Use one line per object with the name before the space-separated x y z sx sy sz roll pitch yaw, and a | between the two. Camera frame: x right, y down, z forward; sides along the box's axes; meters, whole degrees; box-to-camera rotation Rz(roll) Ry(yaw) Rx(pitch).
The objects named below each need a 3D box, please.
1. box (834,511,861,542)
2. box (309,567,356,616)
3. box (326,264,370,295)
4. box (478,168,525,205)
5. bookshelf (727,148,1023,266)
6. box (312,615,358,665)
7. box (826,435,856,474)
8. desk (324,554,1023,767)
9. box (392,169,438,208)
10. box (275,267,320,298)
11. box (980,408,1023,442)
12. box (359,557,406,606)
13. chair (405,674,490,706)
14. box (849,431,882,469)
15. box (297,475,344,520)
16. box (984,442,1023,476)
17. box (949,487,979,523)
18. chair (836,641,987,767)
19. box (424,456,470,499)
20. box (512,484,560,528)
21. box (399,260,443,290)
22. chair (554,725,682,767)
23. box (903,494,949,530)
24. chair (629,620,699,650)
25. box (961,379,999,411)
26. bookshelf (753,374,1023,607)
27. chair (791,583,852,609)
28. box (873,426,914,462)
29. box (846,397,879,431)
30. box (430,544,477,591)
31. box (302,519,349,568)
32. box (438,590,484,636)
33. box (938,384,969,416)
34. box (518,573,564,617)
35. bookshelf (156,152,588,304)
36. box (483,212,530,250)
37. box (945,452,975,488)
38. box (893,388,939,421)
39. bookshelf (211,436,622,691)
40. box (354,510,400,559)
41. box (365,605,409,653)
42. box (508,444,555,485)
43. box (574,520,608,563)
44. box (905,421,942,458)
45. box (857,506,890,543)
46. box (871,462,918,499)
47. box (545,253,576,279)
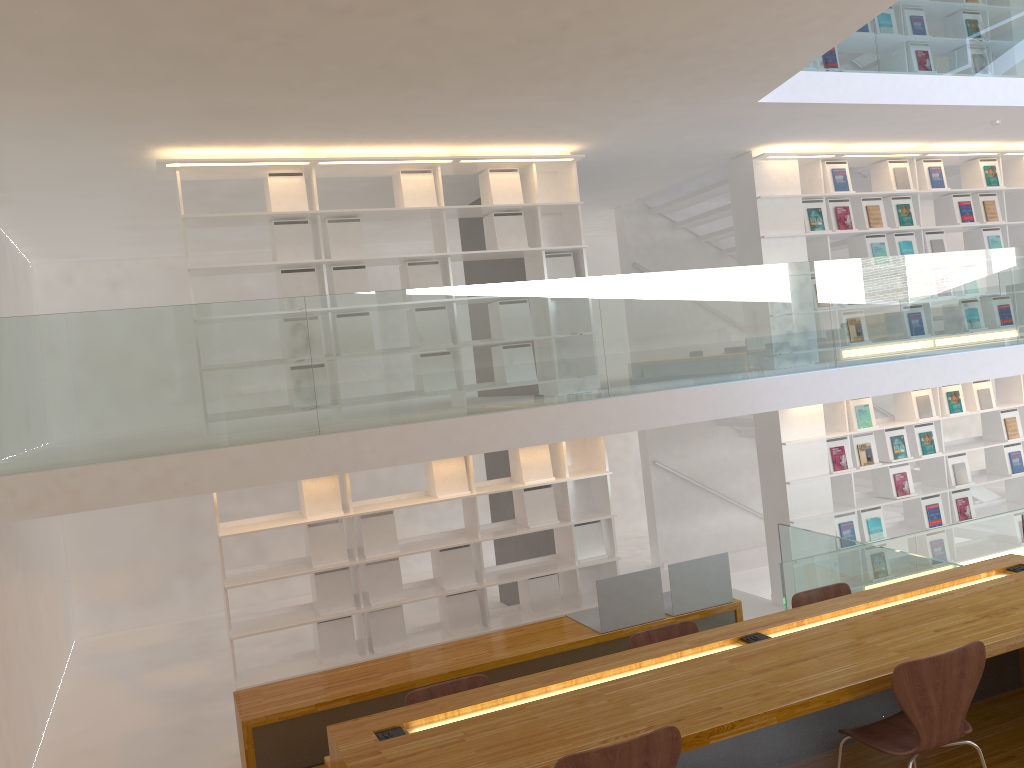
box | 2.866 1.265 7.749 0.245 0.296 0.274 -7 1 -22
box | -1.248 1.410 6.147 0.245 0.296 0.274 -7 1 -22
box | -1.146 -0.676 6.241 0.245 0.296 0.274 -7 1 -22
box | -0.077 -1.461 6.693 0.245 0.296 0.274 -7 1 -22
bookshelf | 3.740 -1.227 8.162 3.666 1.836 0.498 -7 1 -22
box | -1.231 1.739 6.146 0.245 0.296 0.274 -7 1 -22
box | 2.791 0.611 7.735 0.245 0.296 0.274 -7 1 -22
desk | 0.970 1.409 3.434 3.236 0.918 1.285 -7 1 -22
box | -0.701 -1.390 6.436 0.245 0.296 0.274 -7 1 -22
box | -1.470 -0.639 6.108 0.245 0.296 0.274 -7 1 -22
box | 4.720 0.388 8.521 0.245 0.296 0.274 -7 1 -22
box | -0.924 1.372 6.279 0.245 0.296 0.274 -7 1 -22
chair | -0.185 1.640 3.710 0.428 0.693 0.381 -7 1 -22
box | 3.067 0.580 7.861 0.245 0.296 0.274 -7 1 -22
box | -1.328 0.758 6.131 0.245 0.296 0.274 -7 1 -22
box | 4.757 0.714 8.528 0.245 0.296 0.274 -7 1 -22
box | 4.131 1.118 8.264 0.245 0.296 0.274 -7 1 -22
chair | 1.301 1.177 2.914 0.428 0.693 0.381 -7 1 -22
box | -0.479 0.658 6.475 0.245 0.296 0.274 -7 1 -22
box | 0.179 0.913 6.737 0.245 0.296 0.274 -7 1 -22
box | -0.651 -0.734 6.442 0.245 0.296 0.274 -7 1 -22
chair | 0.257 1.298 2.530 0.428 0.693 0.381 -7 1 -22
box | 3.786 1.158 8.124 0.245 0.296 0.274 -7 1 -22
chair | 0.831 1.521 4.165 0.428 0.693 0.381 -7 1 -22
box | 1.413 2.197 7.130 7.125 3.764 0.498 -7 1 -22
bookshelf | 3.944 0.822 8.248 3.666 1.836 0.397 -7 1 -22
chair | 1.725 1.418 4.530 0.428 0.693 0.381 -7 1 -22
box | 3.400 0.534 7.983 0.245 0.296 0.274 -7 1 -22
box | 3.036 0.252 7.843 0.245 0.296 0.274 -7 1 -22
box | -0.429 1.314 6.481 0.245 0.296 0.274 -7 1 -22
box | -1.293 1.084 6.137 0.245 0.296 0.274 -7 1 -22
box | -0.380 1.640 6.492 0.245 0.296 0.274 -7 1 -22
box | 4.033 0.136 8.250 0.245 0.296 0.274 -7 1 -22
box | 0.214 1.571 6.735 0.245 0.296 0.274 -7 1 -22
bookshelf | -0.831 -0.697 6.294 2.984 1.836 0.498 -7 1 -22
box | -0.043 -1.136 6.699 0.245 0.296 0.274 -7 1 -22
box | 4.090 0.792 8.256 0.245 0.296 0.274 -7 1 -22
box | 3.690 0.176 8.110 0.245 0.296 0.274 -7 1 -22
bookshelf | -0.609 1.352 6.333 2.984 1.836 0.498 -7 1 -22
box | -0.959 1.046 6.273 0.245 0.296 0.274 -7 1 -22
box | -0.901 1.700 6.280 0.245 0.296 0.274 -7 1 -22
box | 0.145 0.587 6.732 0.245 0.296 0.274 -7 1 -22
box | 0.560 1.200 6.884 0.245 0.296 0.274 -7 1 -22
box | 3.719 0.504 8.113 0.245 0.296 0.274 -7 1 -22
box | 3.138 1.233 7.860 0.245 0.296 0.274 -7 1 -22
box | 3.441 0.860 7.991 0.245 0.296 0.274 -7 1 -22
box | 0.338 -0.849 6.846 0.245 0.296 0.274 -7 1 -22
